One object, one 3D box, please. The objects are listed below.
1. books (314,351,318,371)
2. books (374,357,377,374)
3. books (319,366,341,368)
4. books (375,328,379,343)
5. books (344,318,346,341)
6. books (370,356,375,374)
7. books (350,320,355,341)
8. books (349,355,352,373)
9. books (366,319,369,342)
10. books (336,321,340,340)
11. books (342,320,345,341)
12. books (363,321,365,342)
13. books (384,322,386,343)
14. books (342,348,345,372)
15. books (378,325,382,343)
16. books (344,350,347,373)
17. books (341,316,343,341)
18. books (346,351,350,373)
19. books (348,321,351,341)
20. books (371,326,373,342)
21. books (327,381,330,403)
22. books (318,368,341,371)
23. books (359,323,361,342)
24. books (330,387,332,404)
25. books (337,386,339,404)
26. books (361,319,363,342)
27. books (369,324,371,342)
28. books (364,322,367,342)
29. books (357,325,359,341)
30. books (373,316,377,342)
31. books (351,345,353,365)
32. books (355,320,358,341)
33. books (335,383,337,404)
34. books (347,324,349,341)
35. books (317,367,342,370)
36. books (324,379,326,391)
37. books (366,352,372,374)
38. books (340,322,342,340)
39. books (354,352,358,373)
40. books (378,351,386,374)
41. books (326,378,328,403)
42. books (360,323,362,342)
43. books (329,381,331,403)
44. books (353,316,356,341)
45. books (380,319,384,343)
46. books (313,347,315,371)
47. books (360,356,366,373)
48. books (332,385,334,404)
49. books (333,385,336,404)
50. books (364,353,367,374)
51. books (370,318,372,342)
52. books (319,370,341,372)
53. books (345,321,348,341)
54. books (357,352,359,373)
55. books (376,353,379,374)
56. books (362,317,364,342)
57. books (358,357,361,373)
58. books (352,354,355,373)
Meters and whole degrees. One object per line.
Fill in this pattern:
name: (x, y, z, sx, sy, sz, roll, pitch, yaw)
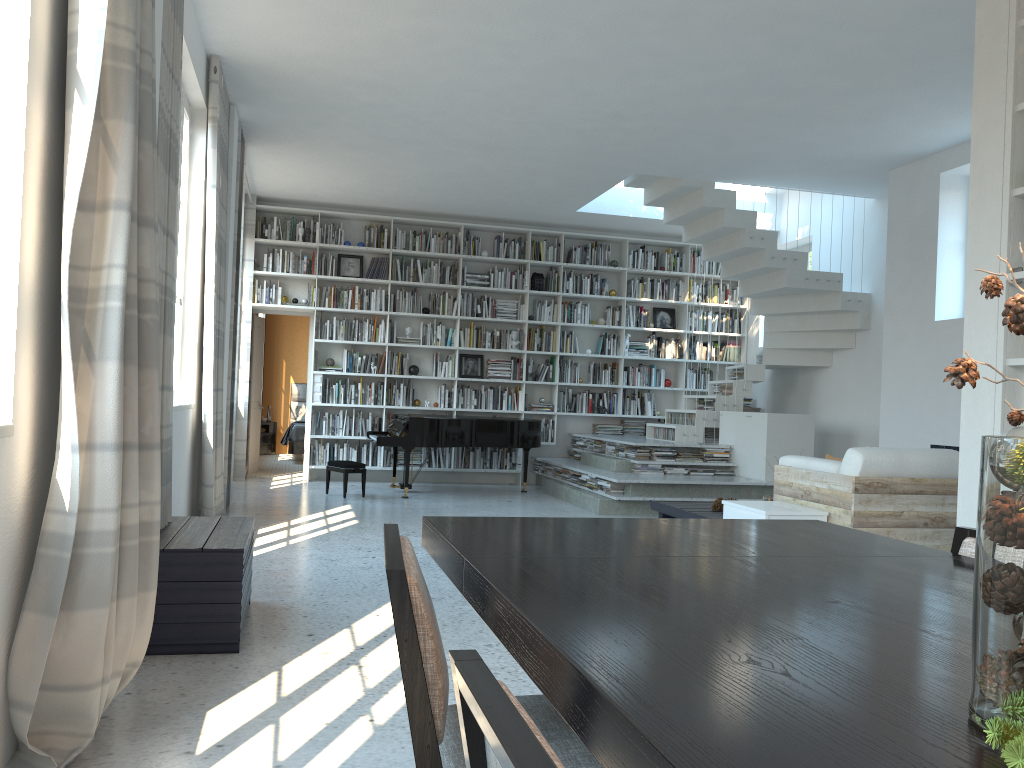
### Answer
books: (-2.298, -0.267, 10.388, 0.028, 0.243, 0.156, 2, -1, -14)
books: (-1.631, -0.219, 10.549, 0.027, 0.209, 0.143, 2, -1, -14)
books: (-2.144, -0.193, 10.434, 0.254, 0.012, 0.161, 3, -1, -13)
books: (-1.611, -0.573, 10.558, 0.030, 0.183, 0.152, 2, -1, -14)
books: (-1.976, -0.633, 10.471, 0.011, 0.271, 0.157, 2, -1, -14)
books: (-1.657, -0.220, 10.533, 0.030, 0.207, 0.172, 2, -1, -14)
books: (-1.895, -0.622, 10.500, 0.048, 0.256, 0.141, 2, -1, -14)
books: (-1.909, -0.232, 10.458, 0.029, 0.208, 0.189, 2, -1, -14)
books: (-1.721, -0.624, 10.519, 0.015, 0.275, 0.157, 2, -1, -14)
books: (-2.053, -0.623, 10.464, 0.049, 0.243, 0.139, 2, -1, -14)
books: (-1.988, -0.623, 10.450, 0.021, 0.247, 0.189, 2, -1, -14)
books: (-1.765, -0.614, 10.528, 0.011, 0.251, 0.139, 2, -1, -14)
books: (-1.522, -0.606, 10.586, 0.036, 0.257, 0.123, 2, -1, -14)
books: (-1.986, -0.273, 10.462, 0.012, 0.285, 0.159, 2, -1, -14)
books: (-1.581, -0.592, 10.566, 0.031, 0.223, 0.144, 2, -1, -14)
books: (-1.969, -0.267, 10.466, 0.024, 0.273, 0.150, 2, -1, -14)
books: (-2.004, -0.646, 10.454, 0.011, 0.293, 0.183, 2, -1, -14)
books: (-1.944, -0.257, 10.479, 0.031, 0.255, 0.143, 2, -1, -14)
books: (-1.925, -0.617, 10.475, 0.023, 0.242, 0.184, 2, -1, -14)
books: (-1.665, -0.586, 10.541, 0.013, 0.203, 0.161, 2, -1, -14)
books: (-2.159, 0.099, 10.433, 0.022, 0.257, 0.141, 2, -1, -14)
books: (-2.144, -0.168, 10.429, 0.254, 0.012, 0.161, 3, -1, -17)
books: (-1.808, -0.605, 10.500, 0.013, 0.229, 0.177, 2, -1, -14)
books: (-2.125, 0.134, 10.405, 0.019, 0.189, 0.193, 2, -1, -14)
books: (-2.053, 0.127, 10.463, 0.016, 0.211, 0.146, 2, -1, -14)
books: (-1.784, -0.626, 10.513, 0.012, 0.272, 0.145, 2, -1, -14)
books: (-1.698, -0.596, 10.544, 0.021, 0.220, 0.148, 2, -1, -14)
books: (-1.749, -0.609, 10.542, 0.028, 0.242, 0.131, 2, -1, -14)
books: (-1.828, -0.594, 10.509, 0.021, 0.205, 0.130, 2, -1, -14)
books: (-1.639, -0.646, 10.548, 0.035, 0.325, 0.170, 2, -1, -14)
books: (-1.895, -0.294, 10.496, 0.011, 0.336, 0.153, 2, -1, -14)
books: (-1.847, -0.620, 10.504, 0.021, 0.256, 0.156, 2, -1, -14)
books: (-2.071, 0.110, 10.440, 0.014, 0.243, 0.171, 2, -1, -14)
books: (-1.946, -0.599, 10.489, 0.010, 0.204, 0.139, 2, -1, -14)
books: (-2.142, -0.180, 10.427, 0.285, 0.012, 0.159, 3, -1, -10)
books: (-2.203, 0.083, 10.423, 0.008, 0.285, 0.159, 2, -1, -14)
books: (-1.702, -0.246, 10.529, 0.060, 0.255, 0.158, 2, -1, -14)
books: (-2.018, -0.615, 10.453, 0.014, 0.230, 0.148, 2, -1, -14)
books: (-1.851, -0.249, 10.506, 0.022, 0.249, 0.129, 2, -1, -14)
books: (-1.548, -0.250, 10.532, 0.082, 0.276, 0.228, 2, -1, -14)
books: (-2.174, 0.080, 10.421, 0.014, 0.294, 0.171, 2, -1, -14)
books: (-1.798, -0.604, 10.514, 0.013, 0.227, 0.151, 2, -1, -14)
books: (-2.140, 0.096, 10.418, 0.007, 0.264, 0.176, 2, -1, -14)
books: (-1.860, -0.643, 10.491, 0.013, 0.300, 0.151, 2, -1, -14)
books: (-1.552, -0.622, 10.577, 0.027, 0.286, 0.148, 2, -1, -14)
books: (-2.319, -0.288, 10.394, 0.012, 0.285, 0.159, 2, -1, -14)
books: (-1.775, -0.228, 10.527, 0.056, 0.214, 0.142, 2, -1, -14)
books: (-2.108, 0.121, 10.437, 0.015, 0.218, 0.176, 2, -1, -14)
books: (-2.090, 0.122, 10.428, 0.015, 0.217, 0.180, 2, -1, -14)
books: (-1.741, -0.240, 10.535, 0.013, 0.242, 0.141, 2, -1, -14)
books: (-1.680, -0.631, 10.552, 0.015, 0.293, 0.144, 2, -1, -14)
books: (-2.145, -0.156, 10.433, 0.254, 0.012, 0.161, 3, -1, -13)
books: (-1.956, -0.616, 10.459, 0.024, 0.237, 0.167, 2, -1, -14)
books: (-1.831, -0.249, 10.492, 0.011, 0.250, 0.172, 2, -1, -14)
books: (-1.608, -0.239, 10.558, 0.021, 0.251, 0.154, 2, -1, -14)
books: (-1.776, -0.641, 10.531, 0.011, 0.304, 0.130, 2, -1, -14)
books: (-1.809, -0.218, 10.484, 0.029, 0.190, 0.189, 2, -1, -14)
books: (-1.879, -0.241, 10.506, 0.030, 0.231, 0.148, 2, -1, -14)
